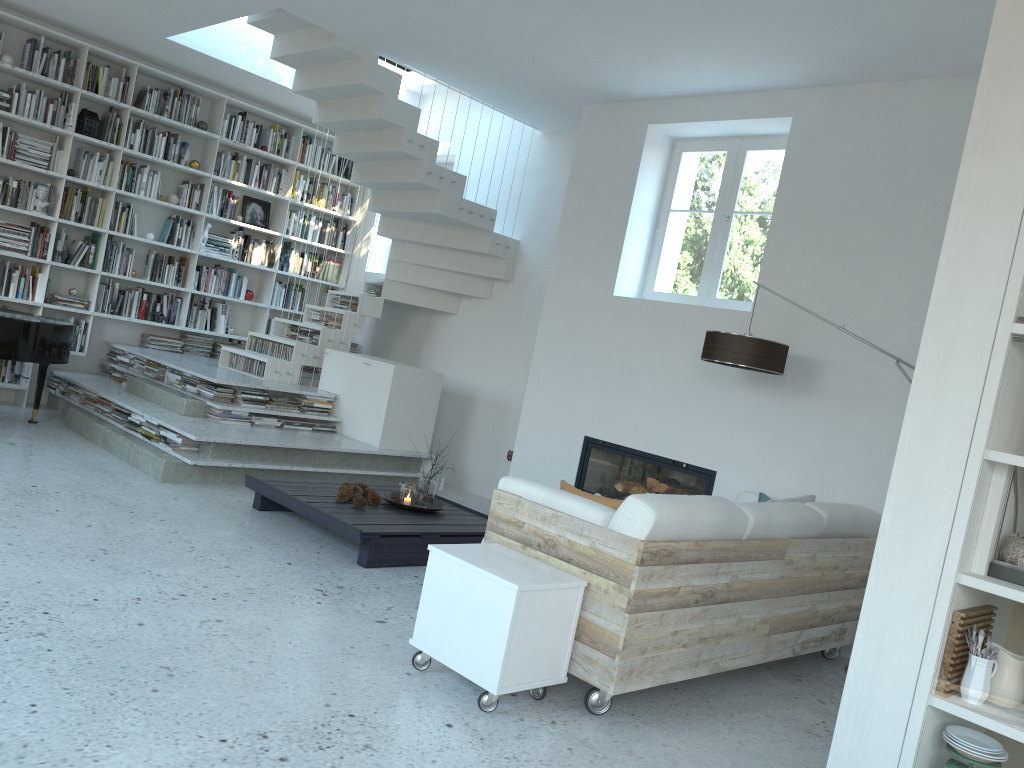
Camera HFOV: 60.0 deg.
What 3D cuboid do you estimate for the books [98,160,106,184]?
[{"bbox_3d":[-3.663,-1.873,7.865,0.024,0.234,0.149,9,3,-45],"label":"books"}]

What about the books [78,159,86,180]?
[{"bbox_3d":[-3.779,-1.867,7.739,0.028,0.185,0.181,9,3,-45],"label":"books"}]

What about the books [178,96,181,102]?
[{"bbox_3d":[-3.128,-2.536,8.224,0.008,0.251,0.169,9,3,-45],"label":"books"}]

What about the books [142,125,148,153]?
[{"bbox_3d":[-3.375,-2.219,8.086,0.013,0.277,0.133,9,4,-45],"label":"books"}]

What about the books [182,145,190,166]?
[{"bbox_3d":[-3.106,-2.142,8.341,0.048,0.216,0.182,9,3,-45],"label":"books"}]

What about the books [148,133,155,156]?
[{"bbox_3d":[-3.337,-2.186,8.130,0.028,0.223,0.142,9,3,-45],"label":"books"}]

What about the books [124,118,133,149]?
[{"bbox_3d":[-3.466,-2.237,7.962,0.012,0.285,0.159,9,4,-45],"label":"books"}]

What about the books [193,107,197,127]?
[{"bbox_3d":[-3.024,-2.500,8.342,0.018,0.214,0.157,9,3,-45],"label":"books"}]

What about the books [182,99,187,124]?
[{"bbox_3d":[-3.087,-2.530,8.274,0.024,0.252,0.149,9,4,-45],"label":"books"}]

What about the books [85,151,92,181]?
[{"bbox_3d":[-3.746,-1.908,7.785,0.019,0.275,0.145,9,4,-45],"label":"books"}]

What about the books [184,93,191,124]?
[{"bbox_3d":[-3.064,-2.553,8.278,0.008,0.307,0.182,9,4,-45],"label":"books"}]

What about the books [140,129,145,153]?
[{"bbox_3d":[-3.392,-2.201,8.056,0.012,0.236,0.165,9,3,-45],"label":"books"}]

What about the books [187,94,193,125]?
[{"bbox_3d":[-3.056,-2.560,8.326,0.008,0.321,0.133,9,4,-45],"label":"books"}]

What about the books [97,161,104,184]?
[{"bbox_3d":[-3.674,-1.863,7.847,0.029,0.211,0.157,9,3,-45],"label":"books"}]

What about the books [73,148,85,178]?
[{"bbox_3d":[-3.793,-1.922,7.743,0.019,0.285,0.159,9,4,-45],"label":"books"}]

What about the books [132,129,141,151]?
[{"bbox_3d":[-3.420,-2.190,8.005,0.026,0.208,0.180,9,3,-45],"label":"books"}]

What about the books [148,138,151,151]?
[{"bbox_3d":[-3.350,-2.183,8.112,0.014,0.215,0.132,9,4,-45],"label":"books"}]

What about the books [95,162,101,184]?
[{"bbox_3d":[-3.690,-1.858,7.832,0.027,0.196,0.184,9,3,-45],"label":"books"}]

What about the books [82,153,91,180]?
[{"bbox_3d":[-3.758,-1.897,7.774,0.028,0.250,0.164,9,3,-45],"label":"books"}]

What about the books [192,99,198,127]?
[{"bbox_3d":[-3.017,-2.530,8.322,0.008,0.279,0.180,9,3,-45],"label":"books"}]

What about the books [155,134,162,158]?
[{"bbox_3d":[-3.280,-2.182,8.162,0.023,0.237,0.149,9,3,-45],"label":"books"}]

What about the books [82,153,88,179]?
[{"bbox_3d":[-3.774,-1.896,7.766,0.024,0.243,0.159,9,3,-45],"label":"books"}]

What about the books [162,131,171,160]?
[{"bbox_3d":[-3.229,-2.199,8.228,0.012,0.285,0.159,9,4,-45],"label":"books"}]

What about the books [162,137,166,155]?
[{"bbox_3d":[-3.255,-2.170,8.188,0.011,0.222,0.159,9,3,-45],"label":"books"}]

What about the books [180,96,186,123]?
[{"bbox_3d":[-3.096,-2.543,8.263,0.008,0.275,0.162,9,4,-45],"label":"books"}]

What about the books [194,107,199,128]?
[{"bbox_3d":[-3.007,-2.494,8.347,0.014,0.209,0.187,9,3,-45],"label":"books"}]

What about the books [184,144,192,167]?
[{"bbox_3d":[-3.091,-2.147,8.379,0.026,0.229,0.140,9,4,-45],"label":"books"}]

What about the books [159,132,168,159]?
[{"bbox_3d":[-3.244,-2.190,8.197,0.012,0.265,0.156,9,4,-45],"label":"books"}]

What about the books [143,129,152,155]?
[{"bbox_3d":[-3.349,-2.196,8.084,0.027,0.241,0.159,9,3,-45],"label":"books"}]

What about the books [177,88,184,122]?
[{"bbox_3d":[-3.114,-2.573,8.227,0.007,0.329,0.183,9,4,-45],"label":"books"}]

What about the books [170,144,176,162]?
[{"bbox_3d":[-3.195,-2.140,8.256,0.027,0.182,0.176,9,3,-45],"label":"books"}]

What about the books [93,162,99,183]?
[{"bbox_3d":[-3.701,-1.859,7.817,0.024,0.195,0.172,9,3,-45],"label":"books"}]

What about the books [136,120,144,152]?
[{"bbox_3d":[-3.395,-2.237,8.032,0.014,0.307,0.152,9,4,-45],"label":"books"}]

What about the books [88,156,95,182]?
[{"bbox_3d":[-3.727,-1.885,7.800,0.023,0.236,0.178,9,3,-45],"label":"books"}]

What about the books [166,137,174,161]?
[{"bbox_3d":[-3.206,-2.170,8.231,0.030,0.238,0.185,9,3,-45],"label":"books"}]

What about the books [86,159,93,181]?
[{"bbox_3d":[-3.744,-1.873,7.793,0.023,0.207,0.170,9,3,-45],"label":"books"}]

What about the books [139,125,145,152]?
[{"bbox_3d":[-3.390,-2.216,8.041,0.010,0.269,0.165,9,4,-45],"label":"books"}]

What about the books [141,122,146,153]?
[{"bbox_3d":[-3.380,-2.229,8.069,0.021,0.296,0.138,9,4,-45],"label":"books"}]

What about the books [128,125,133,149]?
[{"bbox_3d":[-3.464,-2.215,7.989,0.012,0.240,0.138,9,4,-45],"label":"books"}]

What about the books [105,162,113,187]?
[{"bbox_3d":[-3.618,-1.862,7.889,0.028,0.230,0.176,9,3,-45],"label":"books"}]

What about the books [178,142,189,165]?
[{"bbox_3d":[-3.113,-2.153,8.318,0.054,0.235,0.171,9,3,-45],"label":"books"}]

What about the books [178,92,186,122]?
[{"bbox_3d":[-3.098,-2.554,8.224,0.015,0.299,0.183,9,4,-45],"label":"books"}]

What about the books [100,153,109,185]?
[{"bbox_3d":[-3.647,-1.900,7.877,0.028,0.294,0.154,9,4,-45],"label":"books"}]

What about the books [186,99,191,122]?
[{"bbox_3d":[-3.066,-2.529,8.292,0.014,0.259,0.149,9,4,-45],"label":"books"}]

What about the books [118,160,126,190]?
[{"bbox_3d":[-3.544,-1.877,7.996,0.014,0.278,0.153,9,4,-45],"label":"books"}]

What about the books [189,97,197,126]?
[{"bbox_3d":[-3.027,-2.542,8.318,0.013,0.297,0.188,9,3,-45],"label":"books"}]

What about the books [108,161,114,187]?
[{"bbox_3d":[-3.615,-1.867,7.913,0.026,0.238,0.172,9,3,-45],"label":"books"}]

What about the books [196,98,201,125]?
[{"bbox_3d":[-2.991,-2.540,8.353,0.006,0.306,0.163,9,4,-45],"label":"books"}]

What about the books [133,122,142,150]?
[{"bbox_3d":[-3.411,-2.228,8.028,0.011,0.283,0.172,9,4,-45],"label":"books"}]

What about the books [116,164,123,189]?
[{"bbox_3d":[-3.566,-1.862,7.985,0.030,0.242,0.138,9,4,-45],"label":"books"}]

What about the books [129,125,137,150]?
[{"bbox_3d":[-3.447,-2.213,7.998,0.026,0.243,0.148,9,4,-45],"label":"books"}]

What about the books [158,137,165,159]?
[{"bbox_3d":[-3.258,-2.164,8.168,0.021,0.209,0.180,9,3,-45],"label":"books"}]

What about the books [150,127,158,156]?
[{"bbox_3d":[-3.315,-2.212,8.140,0.013,0.284,0.154,9,4,-45],"label":"books"}]

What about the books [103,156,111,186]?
[{"bbox_3d":[-3.636,-1.890,7.887,0.025,0.277,0.172,9,3,-45],"label":"books"}]

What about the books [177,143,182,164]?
[{"bbox_3d":[-3.153,-2.149,8.297,0.030,0.213,0.156,9,3,-45],"label":"books"}]

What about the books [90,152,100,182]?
[{"bbox_3d":[-3.696,-1.898,7.796,0.028,0.275,0.186,9,3,-45],"label":"books"}]

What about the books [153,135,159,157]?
[{"bbox_3d":[-3.307,-2.177,8.154,0.025,0.216,0.143,9,3,-45],"label":"books"}]

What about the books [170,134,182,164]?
[{"bbox_3d":[-3.156,-2.185,8.264,0.029,0.285,0.183,9,3,-45],"label":"books"}]

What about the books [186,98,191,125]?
[{"bbox_3d":[-3.055,-2.548,8.305,0.019,0.299,0.137,9,4,-45],"label":"books"}]
